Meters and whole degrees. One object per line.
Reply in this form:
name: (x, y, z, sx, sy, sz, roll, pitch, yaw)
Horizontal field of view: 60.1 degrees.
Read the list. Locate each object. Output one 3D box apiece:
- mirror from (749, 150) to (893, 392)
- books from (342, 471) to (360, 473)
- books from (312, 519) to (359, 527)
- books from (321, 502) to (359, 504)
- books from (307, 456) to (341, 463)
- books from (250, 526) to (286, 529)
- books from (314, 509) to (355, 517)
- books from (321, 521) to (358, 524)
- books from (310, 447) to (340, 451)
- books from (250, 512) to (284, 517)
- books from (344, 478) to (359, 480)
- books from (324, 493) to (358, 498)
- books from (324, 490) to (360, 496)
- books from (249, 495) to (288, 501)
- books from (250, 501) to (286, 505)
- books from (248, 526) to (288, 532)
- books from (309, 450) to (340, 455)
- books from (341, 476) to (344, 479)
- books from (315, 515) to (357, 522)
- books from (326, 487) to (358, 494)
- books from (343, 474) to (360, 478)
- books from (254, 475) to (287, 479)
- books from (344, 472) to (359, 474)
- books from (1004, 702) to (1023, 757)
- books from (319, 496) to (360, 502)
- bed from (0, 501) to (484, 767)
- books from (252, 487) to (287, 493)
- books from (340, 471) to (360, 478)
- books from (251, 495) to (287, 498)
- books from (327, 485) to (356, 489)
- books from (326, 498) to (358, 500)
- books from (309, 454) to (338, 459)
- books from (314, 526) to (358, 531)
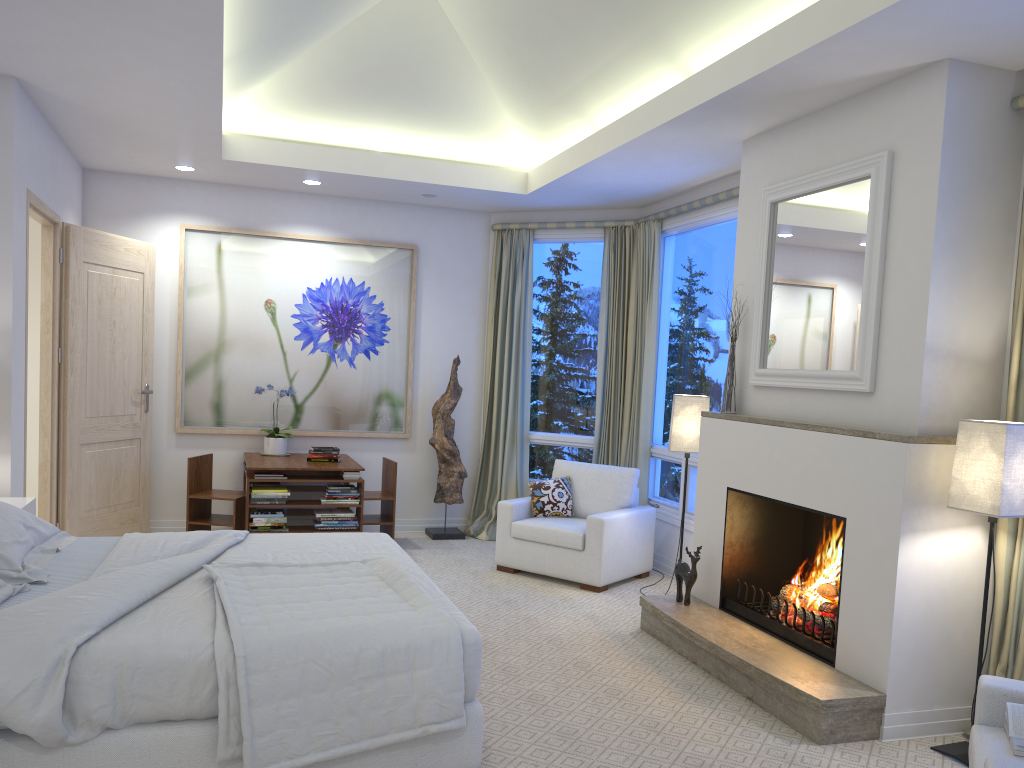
mirror: (1.313, -0.451, 3.873, 0.039, 0.943, 0.837, 2, 3, -18)
books: (-1.071, 0.584, 5.875, 0.103, 0.013, 0.142, 3, 1, -18)
books: (-1.175, 0.922, 5.886, 0.284, 0.018, 0.181, 3, 1, -18)
books: (-1.145, 0.779, 5.888, 0.239, 0.017, 0.172, 3, 1, -13)
books: (-1.304, 0.521, 6.148, 0.212, 0.027, 0.154, 3, 1, -3)
books: (-1.583, 0.915, 5.731, 0.217, 0.021, 0.156, 3, 1, -18)
books: (-1.182, 0.858, 5.883, 0.249, 0.022, 0.179, 3, 1, -18)
books: (-1.149, 0.908, 5.891, 0.234, 0.018, 0.168, 3, 1, -13)
books: (-1.297, 0.450, 6.134, 0.180, 0.019, 0.125, 2, 1, -23)
books: (-1.584, 0.842, 5.720, 0.205, 0.019, 0.118, 3, 1, -18)
books: (-1.075, 0.619, 5.878, 0.101, 0.012, 0.139, 3, 1, -18)
books: (-1.141, 0.740, 5.880, 0.209, 0.015, 0.145, 3, 1, -18)
books: (-1.132, 0.725, 5.886, 0.218, 0.017, 0.136, 3, 1, -18)
books: (-1.576, 0.739, 5.727, 0.234, 0.019, 0.143, 3, 1, -18)
books: (-1.582, 0.757, 5.728, 0.217, 0.020, 0.156, 3, 1, -18)
books: (-1.579, 0.934, 5.738, 0.243, 0.019, 0.168, 3, 1, -18)
books: (-1.299, 0.469, 6.136, 0.205, 0.020, 0.124, 3, 1, -8)
books: (-1.075, 0.619, 5.877, 0.103, 0.013, 0.142, 3, 1, -18)
books: (-1.173, 0.884, 5.889, 0.257, 0.034, 0.155, 3, 1, -18)
books: (-1.131, 0.705, 5.885, 0.205, 0.026, 0.124, 3, 1, -13)
books: (-1.076, 0.601, 5.881, 0.108, 0.020, 0.150, 2, 1, -18)
books: (-1.559, 0.597, 5.723, 0.201, 0.014, 0.136, 3, 1, -18)
books: (-1.071, 0.584, 5.875, 0.100, 0.012, 0.139, 3, 1, -18)
books: (1.448, 0.942, 2.383, 0.193, 0.089, 0.237, 4, 2, 23)
books: (-1.150, 0.764, 5.891, 0.249, 0.015, 0.179, 3, 1, -18)
bed: (-1.274, 0.781, 3.159, 2.020, 0.817, 1.963, 2, 2, -19)
books: (-1.571, 0.684, 5.733, 0.217, 0.019, 0.156, 3, 1, -18)
books: (-1.076, 0.601, 5.881, 0.111, 0.022, 0.153, 2, 1, -18)
books: (-1.573, 0.719, 5.733, 0.222, 0.020, 0.154, 3, 1, -18)
books: (-1.135, 0.684, 5.881, 0.177, 0.017, 0.112, 3, 1, -18)
books: (-1.135, 0.753, 5.881, 0.205, 0.011, 0.147, 3, 1, -18)
books: (-1.306, 0.493, 6.137, 0.190, 0.031, 0.131, 3, 1, -13)
books: (-1.176, 0.944, 5.901, 0.276, 0.032, 0.191, 3, 1, -18)
